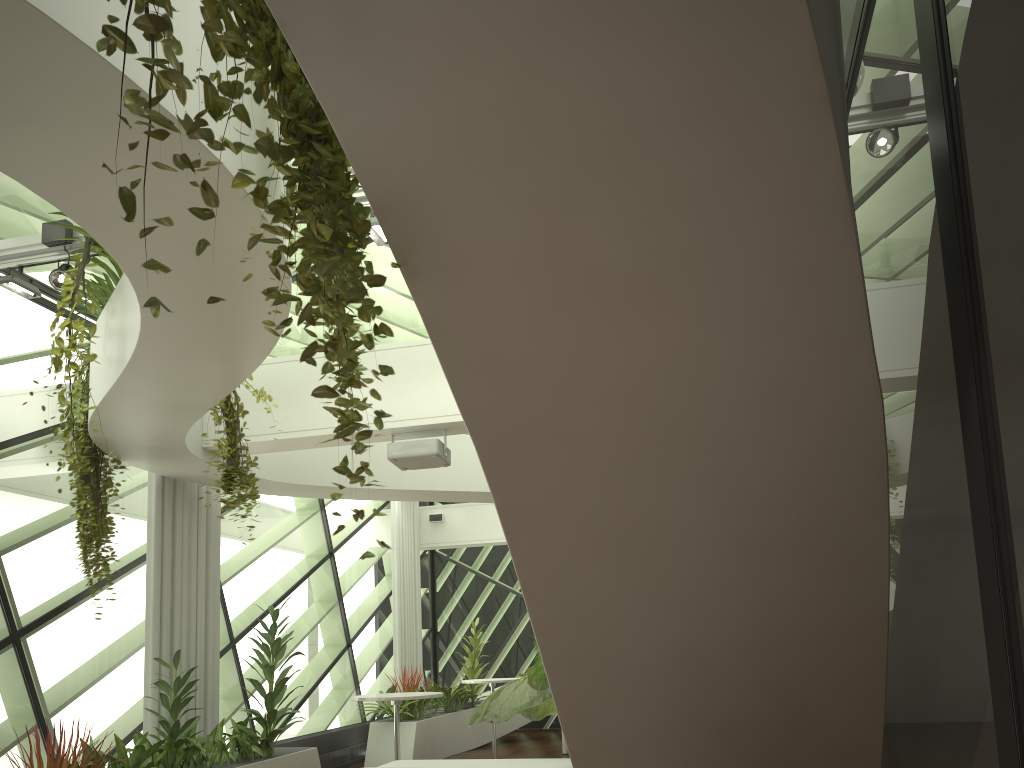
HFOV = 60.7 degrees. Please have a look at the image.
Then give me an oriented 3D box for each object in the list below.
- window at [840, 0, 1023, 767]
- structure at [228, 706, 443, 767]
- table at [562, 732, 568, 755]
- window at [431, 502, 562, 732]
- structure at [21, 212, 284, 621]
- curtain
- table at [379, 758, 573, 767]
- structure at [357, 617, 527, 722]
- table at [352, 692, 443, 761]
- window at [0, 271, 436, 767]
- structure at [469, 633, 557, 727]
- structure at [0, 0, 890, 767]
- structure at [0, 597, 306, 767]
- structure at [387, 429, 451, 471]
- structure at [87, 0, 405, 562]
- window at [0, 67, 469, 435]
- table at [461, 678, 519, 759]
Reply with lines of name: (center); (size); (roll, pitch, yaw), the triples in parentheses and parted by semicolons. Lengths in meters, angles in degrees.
window: (1.040, 0.611, 2.661); (0.050, 3.150, 7.305); (-4, -16, 12)
structure: (-3.037, 4.074, 8.954); (0.259, 0.490, 15.589); (-4, -17, 12)
table: (1.481, 4.901, 12.594); (1.505, 0.700, 1.099); (-6, -15, 13)
window: (1.281, 3.984, 15.994); (5.755, 4.530, 0.039); (-5, -9, 13)
structure: (-2.178, 0.251, 5.507); (1.449, 2.249, 4.769); (2, -16, -23)
curtain: (-3.095, 1.969, 8.263); (0.160, 3.987, 1.069); (-4, -9, 11)
table: (-0.211, 2.820, 5.558); (1.505, 0.700, 1.099); (-6, -15, 13)
structure: (-0.744, 4.204, 13.296); (2.072, 1.628, 4.831); (-15, -20, 42)
table: (-1.061, 3.476, 8.225); (0.865, 1.068, 0.873); (8, -16, -41)
window: (-3.430, 1.908, 8.605); (0.084, 4.508, 17.255); (-4, -16, 12)
structure: (1.108, 2.672, 7.187); (1.787, 1.668, 9.169); (-5, -17, 12)
structure: (-1.814, 0.908, 3.397); (5.948, 4.106, 25.033); (-7, -17, 18)
structure: (-2.610, 2.399, 6.814); (0.856, 1.554, 3.427); (-4, -16, 12)
structure: (-0.748, 0.530, 7.096); (0.463, 0.269, 0.399); (-6, -15, 13)
structure: (-0.310, -0.786, 1.397); (0.619, 2.064, 1.086); (-6, -11, 24)
window: (-0.761, -0.606, 8.295); (5.704, 0.053, 17.222); (-6, -17, 12)
table: (-0.230, 4.498, 11.680); (0.865, 1.068, 0.873); (8, -16, -41)
